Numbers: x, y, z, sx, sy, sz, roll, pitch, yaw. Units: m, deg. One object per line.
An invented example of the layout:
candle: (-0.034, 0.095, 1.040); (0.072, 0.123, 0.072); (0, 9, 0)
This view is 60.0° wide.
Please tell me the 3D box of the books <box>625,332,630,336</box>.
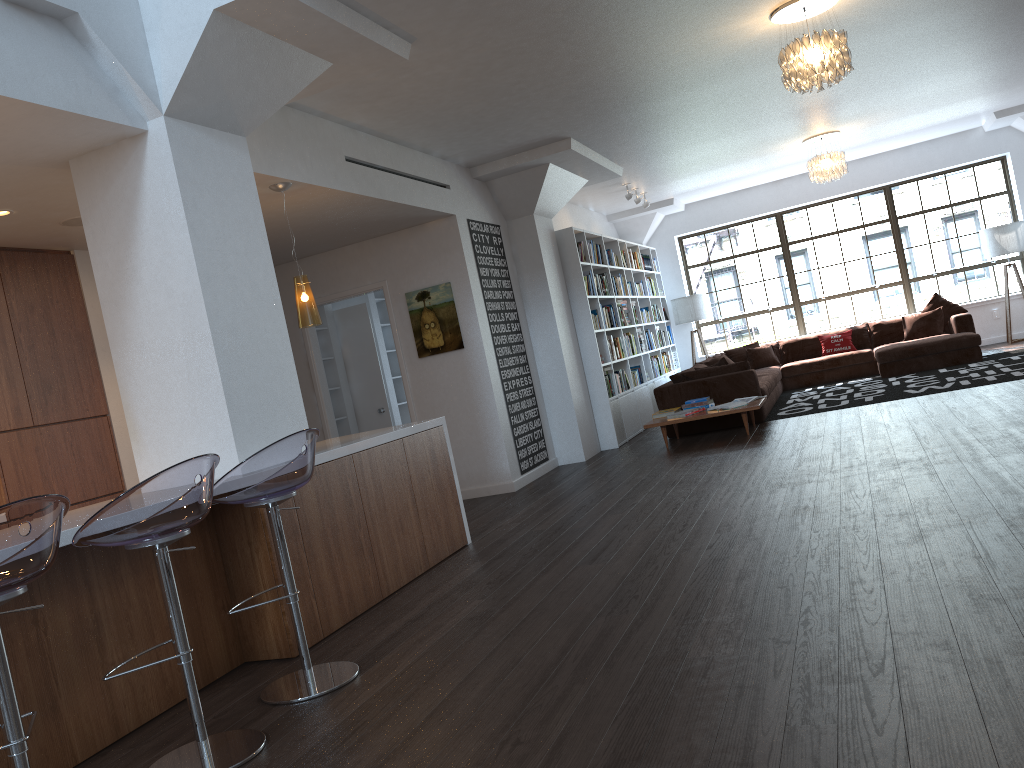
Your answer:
books: (1.425, -0.490, 11.137); (0.176, 0.290, 0.036); (-12, 1, 20)

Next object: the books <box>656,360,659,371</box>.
books: (1.937, -0.211, 12.283); (0.171, 0.246, 0.057); (-12, 1, 20)

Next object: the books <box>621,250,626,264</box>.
books: (1.411, -1.624, 11.702); (0.160, 0.251, 0.031); (-12, 1, 21)

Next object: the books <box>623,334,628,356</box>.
books: (1.287, -0.450, 10.781); (0.198, 0.284, 0.066); (-12, 1, 20)

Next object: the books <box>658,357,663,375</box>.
books: (2.002, -0.236, 12.470); (0.180, 0.259, 0.060); (-12, 1, 20)

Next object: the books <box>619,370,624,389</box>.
books: (1.205, -0.020, 10.343); (0.160, 0.251, 0.039); (-12, 1, 21)

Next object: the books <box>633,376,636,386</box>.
books: (1.458, -0.046, 10.967); (0.109, 0.171, 0.018); (-12, 1, 21)

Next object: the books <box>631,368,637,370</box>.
books: (1.549, -0.087, 11.279); (0.146, 0.202, 0.027); (-12, 1, 21)

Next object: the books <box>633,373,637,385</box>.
books: (1.481, -0.049, 11.017); (0.120, 0.167, 0.020); (-12, 1, 21)

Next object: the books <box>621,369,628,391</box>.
books: (1.252, -0.034, 10.459); (0.183, 0.253, 0.042); (-12, 1, 21)

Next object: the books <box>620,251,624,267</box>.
books: (1.337, -1.606, 11.493); (0.183, 0.253, 0.042); (-12, 1, 21)

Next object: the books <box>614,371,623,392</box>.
books: (1.164, -0.012, 10.238); (0.183, 0.253, 0.042); (-12, 1, 21)

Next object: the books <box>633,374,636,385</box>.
books: (1.471, -0.040, 10.981); (0.110, 0.153, 0.019); (-12, 1, 21)

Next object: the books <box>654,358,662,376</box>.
books: (1.981, -0.226, 12.389); (0.183, 0.253, 0.034); (-12, 1, 20)

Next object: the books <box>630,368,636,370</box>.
books: (1.572, -0.096, 11.341); (0.144, 0.207, 0.048); (-12, 1, 21)

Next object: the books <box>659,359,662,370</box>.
books: (2.021, -0.236, 12.508); (0.160, 0.250, 0.026); (-12, 1, 20)

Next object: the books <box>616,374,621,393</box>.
books: (1.149, 0.009, 10.172); (0.161, 0.223, 0.033); (-12, 1, 21)

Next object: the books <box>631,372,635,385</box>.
books: (1.432, -0.046, 10.928); (0.134, 0.184, 0.030); (-12, 1, 21)

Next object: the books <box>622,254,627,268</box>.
books: (1.397, -1.597, 11.623); (0.161, 0.207, 0.130); (-12, 1, 20)

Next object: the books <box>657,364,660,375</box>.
books: (1.955, -0.204, 12.322); (0.161, 0.223, 0.027); (-12, 1, 20)

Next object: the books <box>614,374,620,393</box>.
books: (1.127, 0.010, 10.134); (0.176, 0.231, 0.053); (-12, 1, 21)

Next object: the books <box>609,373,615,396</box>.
books: (1.041, 0.022, 9.903); (0.180, 0.251, 0.048); (-12, 1, 21)

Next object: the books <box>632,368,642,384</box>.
books: (1.551, -0.086, 11.220); (0.146, 0.202, 0.027); (-12, 1, 21)

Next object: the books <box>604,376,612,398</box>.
books: (0.983, 0.045, 9.717); (0.174, 0.240, 0.054); (-12, 1, 21)

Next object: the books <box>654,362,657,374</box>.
books: (1.890, -0.187, 12.130); (0.161, 0.223, 0.026); (-12, 1, 20)

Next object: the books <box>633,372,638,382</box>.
books: (1.503, -0.056, 11.086); (0.122, 0.169, 0.023); (-12, 1, 21)

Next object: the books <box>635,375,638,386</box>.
books: (1.496, -0.051, 11.040); (0.106, 0.162, 0.032); (-12, 1, 21)

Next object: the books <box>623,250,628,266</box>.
books: (1.437, -1.631, 11.762); (0.160, 0.251, 0.039); (-12, 1, 21)

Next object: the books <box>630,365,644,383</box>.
books: (1.598, -0.114, 11.379); (0.140, 0.231, 0.042); (-12, 1, 21)

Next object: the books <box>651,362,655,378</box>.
books: (1.831, -0.171, 11.987); (0.161, 0.223, 0.026); (-12, 1, 20)

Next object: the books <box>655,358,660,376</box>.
books: (1.923, -0.211, 12.240); (0.183, 0.253, 0.034); (-12, 1, 20)

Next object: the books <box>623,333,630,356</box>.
books: (1.333, -0.465, 10.881); (0.176, 0.290, 0.053); (-12, 1, 20)

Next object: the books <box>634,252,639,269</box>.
books: (1.652, -1.690, 12.344); (0.183, 0.253, 0.034); (-12, 1, 21)

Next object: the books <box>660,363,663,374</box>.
books: (2.031, -0.225, 12.533); (0.161, 0.223, 0.027); (-12, 1, 20)

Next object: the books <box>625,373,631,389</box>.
books: (1.314, -0.025, 10.594); (0.161, 0.207, 0.135); (-12, 1, 20)

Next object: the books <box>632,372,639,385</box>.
books: (1.513, -0.061, 11.113); (0.126, 0.173, 0.032); (-12, 1, 21)

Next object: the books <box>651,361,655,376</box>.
books: (1.831, -0.176, 12.021); (0.168, 0.231, 0.037); (-12, 1, 20)

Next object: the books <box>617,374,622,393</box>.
books: (1.167, 0.014, 10.200); (0.161, 0.223, 0.030); (-12, 1, 21)

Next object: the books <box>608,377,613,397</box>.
books: (1.015, 0.045, 9.787); (0.161, 0.223, 0.032); (-12, 1, 21)

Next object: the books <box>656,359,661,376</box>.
books: (1.958, -0.214, 12.357); (0.174, 0.240, 0.045); (-12, 1, 20)

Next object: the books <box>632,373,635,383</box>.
books: (1.442, -0.046, 10.952); (0.128, 0.178, 0.022); (-12, 1, 21)

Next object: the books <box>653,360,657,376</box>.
books: (1.876, -0.197, 12.107); (0.160, 0.250, 0.026); (-12, 1, 20)

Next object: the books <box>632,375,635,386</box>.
books: (1.429, -0.042, 10.901); (0.128, 0.178, 0.021); (-12, 1, 21)

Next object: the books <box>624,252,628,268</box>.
books: (1.433, -1.615, 11.727); (0.161, 0.223, 0.032); (-12, 1, 21)

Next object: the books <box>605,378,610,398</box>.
books: (0.969, 0.057, 9.678); (0.161, 0.223, 0.032); (-12, 1, 21)

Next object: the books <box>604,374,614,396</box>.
books: (1.011, 0.030, 9.826); (0.183, 0.253, 0.042); (-12, 1, 21)

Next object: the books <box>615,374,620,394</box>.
books: (1.122, 0.016, 10.089); (0.161, 0.223, 0.032); (-12, 1, 21)

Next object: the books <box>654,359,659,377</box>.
books: (1.908, -0.207, 12.210); (0.183, 0.253, 0.034); (-12, 1, 20)

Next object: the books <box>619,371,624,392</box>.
books: (1.194, -0.015, 10.305); (0.171, 0.246, 0.039); (-12, 1, 21)

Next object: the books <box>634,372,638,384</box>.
books: (1.504, -0.055, 11.063); (0.107, 0.167, 0.017); (-12, 1, 21)

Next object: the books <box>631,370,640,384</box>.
books: (1.528, -0.075, 11.166); (0.139, 0.191, 0.036); (-12, 1, 21)

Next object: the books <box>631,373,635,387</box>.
books: (1.424, -0.040, 10.881); (0.128, 0.178, 0.022); (-12, 1, 21)

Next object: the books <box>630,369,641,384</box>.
books: (1.533, -0.082, 11.198); (0.146, 0.202, 0.027); (-12, 1, 21)

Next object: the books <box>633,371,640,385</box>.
books: (1.522, -0.066, 11.138); (0.128, 0.178, 0.021); (-12, 1, 21)

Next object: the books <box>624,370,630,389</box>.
books: (1.284, -0.033, 10.544); (0.174, 0.236, 0.142); (-12, 1, 20)

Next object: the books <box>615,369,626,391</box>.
books: (1.216, -0.028, 10.381); (0.180, 0.259, 0.042); (-12, 1, 21)

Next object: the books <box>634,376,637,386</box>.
books: (1.476, -0.041, 10.999); (0.110, 0.153, 0.018); (-12, 1, 21)

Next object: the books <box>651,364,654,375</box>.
books: (1.807, -0.174, 11.958); (0.174, 0.240, 0.045); (-12, 1, 20)

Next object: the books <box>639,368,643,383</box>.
books: (1.575, -0.093, 11.298); (0.146, 0.202, 0.027); (-12, 1, 21)
